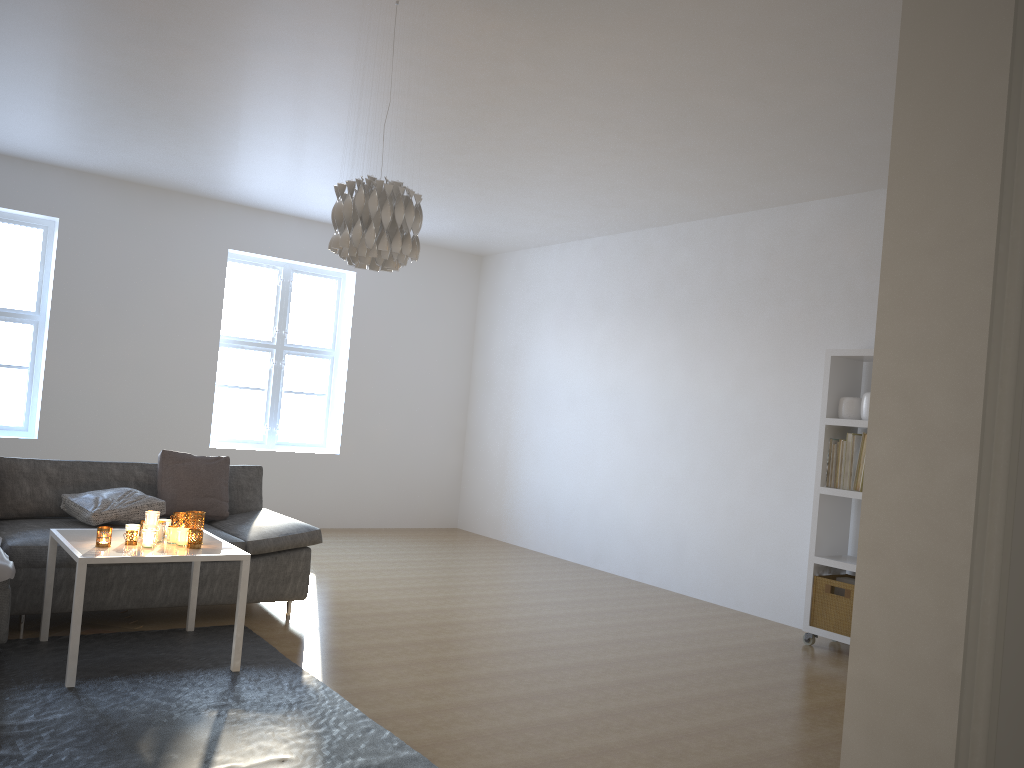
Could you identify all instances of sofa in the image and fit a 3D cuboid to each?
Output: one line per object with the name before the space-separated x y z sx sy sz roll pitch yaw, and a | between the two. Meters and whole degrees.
sofa | -2.284 0.793 4.351 2.634 0.772 1.554 6 -2 -35

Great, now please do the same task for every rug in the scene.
rug | -1.580 1.162 3.124 2.017 0.055 2.110 7 -2 -36

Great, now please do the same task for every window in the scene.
window | -2.157 -0.258 8.122 1.202 1.709 0.077 6 -1 -35
window | -4.190 -0.490 6.665 1.202 1.709 0.077 6 -1 -35

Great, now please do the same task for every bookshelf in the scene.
bookshelf | 2.279 0.697 4.864 0.330 1.756 1.239 6 -2 -35

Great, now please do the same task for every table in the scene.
table | -1.622 0.943 3.892 0.675 0.504 0.714 6 -2 -35

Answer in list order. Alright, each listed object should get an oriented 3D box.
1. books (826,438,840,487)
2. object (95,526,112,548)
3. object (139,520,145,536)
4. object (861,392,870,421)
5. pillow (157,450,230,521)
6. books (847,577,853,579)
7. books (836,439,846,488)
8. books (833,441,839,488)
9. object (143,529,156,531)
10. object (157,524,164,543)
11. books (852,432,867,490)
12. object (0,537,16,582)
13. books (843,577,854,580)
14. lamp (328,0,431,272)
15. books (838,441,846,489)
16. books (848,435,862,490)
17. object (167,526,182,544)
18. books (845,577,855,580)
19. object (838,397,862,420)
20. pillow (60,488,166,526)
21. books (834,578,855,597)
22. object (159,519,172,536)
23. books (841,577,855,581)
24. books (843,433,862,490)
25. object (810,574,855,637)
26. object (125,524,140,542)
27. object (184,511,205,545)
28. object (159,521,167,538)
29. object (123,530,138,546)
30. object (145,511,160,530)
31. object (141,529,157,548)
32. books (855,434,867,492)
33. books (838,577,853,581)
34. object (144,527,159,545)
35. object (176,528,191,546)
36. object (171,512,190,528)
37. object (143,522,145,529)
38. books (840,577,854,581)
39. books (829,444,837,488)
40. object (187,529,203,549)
books | 1.983 0.479 5.330 0.253 0.288 0.020 6 -1 -35
object | -1.697 0.636 3.689 0.060 0.079 0.060 6 -2 -41
object | -1.672 0.656 4.033 0.054 0.068 0.047 5 -1 15
object | 2.158 0.140 5.150 0.287 0.169 0.174 6 -2 -28
pillow | -1.846 0.590 5.154 0.426 0.390 0.242 6 -2 -35
books | 2.063 1.307 5.271 0.048 0.277 0.223 6 -2 -35
books | 2.024 0.480 5.276 0.253 0.288 0.027 6 -1 -35
books | 2.016 0.488 5.301 0.253 0.275 0.022 6 -2 -35
object | -1.541 0.653 3.762 0.056 0.066 0.056 5 -2 16
object | -1.567 0.658 3.905 0.060 0.073 0.060 5 -1 11
books | 2.099 0.458 5.175 0.253 0.341 0.055 6 -1 -35
object | -2.530 0.853 3.640 0.812 0.437 0.725 6 -2 -37
books | 2.039 1.305 5.254 0.048 0.277 0.223 6 -2 -35
lamp | -0.500 -0.986 3.497 0.355 1.065 0.354 5 -1 7
books | 2.023 0.483 5.246 0.253 0.281 0.020 6 -1 -35
books | 2.071 0.467 5.212 0.253 0.319 0.020 6 -1 -35
object | -1.491 0.665 3.909 0.060 0.073 0.060 4 -2 43
books | 2.051 1.306 5.263 0.048 0.277 0.223 6 -2 -35
object | 2.010 0.147 5.258 0.141 0.137 0.141 6 -2 -33
pillow | -2.114 0.658 4.715 0.405 0.194 0.405 4 -2 41
books | 1.991 1.299 5.220 0.048 0.277 0.223 6 -2 -35
object | -1.602 0.661 4.080 0.060 0.073 0.060 5 -2 16
books | 2.027 1.303 5.246 0.048 0.277 0.223 6 -2 -35
books | 2.054 0.462 5.236 0.253 0.332 0.036 6 -1 -35
object | 1.992 1.296 5.184 0.324 0.297 0.323 6 -2 -35
object | -1.651 0.649 3.855 0.060 0.073 0.060 5 -1 -10
object | -1.412 0.640 3.944 0.090 0.139 0.087 4 -1 25
object | -1.596 0.659 4.013 0.060 0.073 0.060 5 -1 -10
object | -1.624 0.656 3.783 0.052 0.058 0.050 4 -2 24
object | -1.541 0.583 3.795 0.060 0.073 0.060 6 -2 -19
object | -1.541 0.656 3.762 0.060 0.073 0.060 4 -2 34
books | 2.102 0.461 5.138 0.253 0.334 0.064 6 -1 -35
books | 2.003 1.301 5.229 0.048 0.277 0.223 6 -2 -35
object | -1.558 0.656 3.827 0.060 0.073 0.060 4 -2 34
object | -1.437 0.669 3.874 0.060 0.073 0.060 4 -2 43
object | -1.539 0.653 4.122 0.080 0.104 0.080 4 -2 45
object | -1.615 0.655 3.951 0.060 0.073 0.060 5 -1 -10
books | 2.016 1.302 5.238 0.048 0.277 0.223 6 -2 -35
books | 1.992 0.494 5.310 0.253 0.257 0.019 6 -2 -35
object | -1.374 0.670 3.841 0.060 0.079 0.060 4 -2 45
